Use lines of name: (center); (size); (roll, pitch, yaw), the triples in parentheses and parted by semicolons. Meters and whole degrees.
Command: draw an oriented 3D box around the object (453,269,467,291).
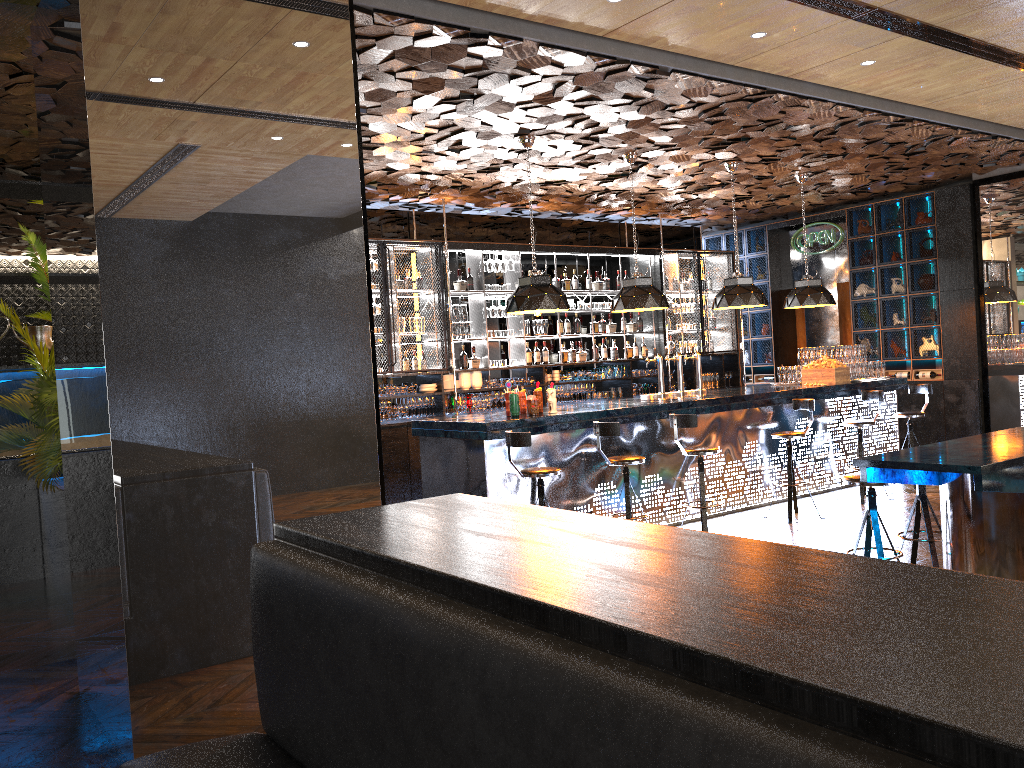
object: (-0.627, -1.244, 10.689); (0.123, 0.279, 0.123); (-2, 2, 43)

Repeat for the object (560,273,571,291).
object: (0.706, -1.333, 11.664); (0.151, 0.248, 0.094); (-4, 2, -32)

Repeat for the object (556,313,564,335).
object: (0.622, -0.780, 11.601); (0.086, 0.299, 0.086); (-3, 1, 13)

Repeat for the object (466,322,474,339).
object: (-0.513, -0.648, 10.750); (0.105, 0.209, 0.105); (-3, 1, 9)

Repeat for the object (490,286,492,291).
object: (-0.235, -1.185, 11.108); (0.089, 0.092, 0.089); (-4, 1, -25)

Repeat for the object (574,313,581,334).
object: (0.865, -0.800, 11.772); (0.086, 0.297, 0.086); (-3, 1, 13)

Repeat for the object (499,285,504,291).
object: (-0.141, -1.192, 11.190); (0.089, 0.092, 0.089); (-3, 1, 23)

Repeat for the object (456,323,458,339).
object: (-0.683, -0.638, 10.778); (0.105, 0.209, 0.105); (-3, 1, 9)

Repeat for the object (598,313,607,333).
object: (1.226, -0.820, 12.028); (0.083, 0.282, 0.083); (-4, 2, -36)

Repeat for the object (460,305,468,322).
object: (-0.586, -0.852, 10.727); (0.105, 0.209, 0.105); (-3, 1, 9)

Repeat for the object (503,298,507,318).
object: (-0.075, -0.963, 11.187); (0.092, 0.244, 0.092); (-3, 1, 15)

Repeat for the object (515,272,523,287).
object: (0.119, -1.296, 11.244); (0.123, 0.279, 0.123); (-2, 2, 43)

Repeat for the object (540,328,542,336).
object: (0.361, -0.719, 11.465); (0.105, 0.209, 0.105); (-3, 1, 9)

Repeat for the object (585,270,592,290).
object: (1.029, -1.385, 11.907); (0.086, 0.298, 0.086); (-3, 1, 13)

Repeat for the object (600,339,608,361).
object: (1.246, -0.466, 12.044); (0.086, 0.298, 0.086); (-3, 1, 13)

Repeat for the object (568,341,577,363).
object: (0.794, -0.422, 11.710); (0.083, 0.282, 0.083); (-4, 2, -36)

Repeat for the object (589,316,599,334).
object: (1.103, -0.792, 11.938); (0.094, 0.248, 0.151); (-2, 2, 43)

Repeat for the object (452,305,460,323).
object: (-0.675, -0.844, 10.651); (0.105, 0.209, 0.105); (-3, 1, 9)

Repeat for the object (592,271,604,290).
object: (1.156, -1.384, 11.972); (0.123, 0.279, 0.123); (-2, 2, 43)

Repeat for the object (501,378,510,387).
object: (-0.076, -0.019, 10.893); (0.109, 0.100, 0.109); (-3, 2, 37)

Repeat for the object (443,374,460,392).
object: (-0.767, -0.013, 10.464); (0.306, 0.195, 0.300); (-4, 2, -34)

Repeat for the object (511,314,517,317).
object: (0.021, -0.966, 11.054); (0.092, 0.244, 0.092); (-3, 1, 15)

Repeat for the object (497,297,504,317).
object: (-0.143, -0.953, 10.935); (0.092, 0.244, 0.092); (-3, 1, 15)

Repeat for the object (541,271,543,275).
object: (0.382, -1.319, 11.432); (0.083, 0.282, 0.083); (-4, 1, -21)

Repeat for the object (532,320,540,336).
object: (0.313, -0.712, 11.327); (0.105, 0.209, 0.105); (-3, 1, 9)

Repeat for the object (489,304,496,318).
object: (-0.239, -0.950, 11.069); (0.092, 0.244, 0.092); (-3, 1, 15)

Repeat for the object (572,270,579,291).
object: (0.835, -1.369, 11.775); (0.086, 0.298, 0.086); (-3, 1, 13)

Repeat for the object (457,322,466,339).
object: (-0.613, -0.640, 10.693); (0.105, 0.209, 0.105); (-3, 1, 9)

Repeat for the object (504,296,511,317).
object: (-0.063, -0.959, 10.993); (0.092, 0.244, 0.092); (-3, 1, 15)

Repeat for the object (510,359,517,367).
object: (0.017, -0.263, 11.099); (0.089, 0.092, 0.089); (-4, 1, -25)

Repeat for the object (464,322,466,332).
object: (-0.588, -0.645, 10.833); (0.105, 0.209, 0.105); (-3, 1, 9)

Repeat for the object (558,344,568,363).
object: (0.671, -0.394, 11.620); (0.094, 0.248, 0.151); (-2, 2, 43)

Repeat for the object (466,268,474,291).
object: (-0.512, -1.264, 10.793); (0.086, 0.299, 0.086); (-3, 1, 13)

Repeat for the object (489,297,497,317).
object: (-0.232, -0.946, 10.871); (0.092, 0.244, 0.092); (-3, 1, 15)

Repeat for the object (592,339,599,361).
object: (1.118, -0.454, 11.912); (0.086, 0.297, 0.086); (-4, 1, -2)

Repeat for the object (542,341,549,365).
object: (0.429, -0.401, 11.456); (0.086, 0.298, 0.086); (-3, 1, 13)

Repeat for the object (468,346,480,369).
object: (-0.460, -0.320, 10.790); (0.123, 0.279, 0.123); (-4, 1, -22)

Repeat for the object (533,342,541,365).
object: (0.319, -0.394, 11.406); (0.086, 0.298, 0.086); (-3, 1, 13)

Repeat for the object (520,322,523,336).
object: (0.158, -0.703, 11.324); (0.105, 0.209, 0.105); (-3, 1, 9)

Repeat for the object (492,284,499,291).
object: (-0.204, -1.184, 10.979); (0.089, 0.092, 0.089); (-3, 1, 23)

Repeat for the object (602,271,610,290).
object: (1.278, -1.396, 12.077); (0.083, 0.282, 0.083); (-4, 2, -36)

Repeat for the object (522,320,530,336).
object: (0.174, -0.701, 11.194); (0.105, 0.209, 0.105); (-3, 1, 9)

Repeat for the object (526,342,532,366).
object: (0.206, -0.383, 11.294); (0.086, 0.299, 0.086); (-3, 1, 13)

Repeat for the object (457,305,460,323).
object: (-0.642, -0.850, 10.798); (0.105, 0.209, 0.105); (-3, 1, 9)

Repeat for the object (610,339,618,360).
object: (1.399, -0.469, 12.144); (0.083, 0.282, 0.083); (-2, 2, 39)

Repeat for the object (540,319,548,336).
object: (0.415, -0.720, 11.371); (0.105, 0.209, 0.105); (-3, 1, 9)

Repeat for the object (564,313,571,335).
object: (0.726, -0.790, 11.706); (0.086, 0.298, 0.086); (-3, 1, 13)

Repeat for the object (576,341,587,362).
object: (0.915, -0.428, 11.779); (0.123, 0.279, 0.123); (-4, 1, -22)

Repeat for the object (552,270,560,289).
object: (0.575, -1.341, 11.571); (0.083, 0.282, 0.083); (-2, 2, 39)

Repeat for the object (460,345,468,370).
object: (-0.581, -0.321, 10.689); (0.086, 0.297, 0.086); (-4, 1, -2)

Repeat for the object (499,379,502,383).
object: (-0.169, -0.016, 11.022); (0.109, 0.100, 0.109); (-3, 2, 37)

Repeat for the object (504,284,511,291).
object: (-0.058, -1.194, 11.022); (0.089, 0.092, 0.089); (-3, 1, 23)

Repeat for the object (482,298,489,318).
object: (-0.328, -0.943, 11.005); (0.092, 0.244, 0.092); (-3, 1, 15)

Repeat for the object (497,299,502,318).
object: (-0.159, -0.956, 11.127); (0.092, 0.244, 0.092); (-3, 1, 15)

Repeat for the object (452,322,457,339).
object: (-0.709, -0.632, 10.624); (0.105, 0.209, 0.105); (-3, 1, 9)

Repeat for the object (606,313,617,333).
object: (1.347, -0.827, 12.097); (0.123, 0.279, 0.123); (-4, 1, -22)
